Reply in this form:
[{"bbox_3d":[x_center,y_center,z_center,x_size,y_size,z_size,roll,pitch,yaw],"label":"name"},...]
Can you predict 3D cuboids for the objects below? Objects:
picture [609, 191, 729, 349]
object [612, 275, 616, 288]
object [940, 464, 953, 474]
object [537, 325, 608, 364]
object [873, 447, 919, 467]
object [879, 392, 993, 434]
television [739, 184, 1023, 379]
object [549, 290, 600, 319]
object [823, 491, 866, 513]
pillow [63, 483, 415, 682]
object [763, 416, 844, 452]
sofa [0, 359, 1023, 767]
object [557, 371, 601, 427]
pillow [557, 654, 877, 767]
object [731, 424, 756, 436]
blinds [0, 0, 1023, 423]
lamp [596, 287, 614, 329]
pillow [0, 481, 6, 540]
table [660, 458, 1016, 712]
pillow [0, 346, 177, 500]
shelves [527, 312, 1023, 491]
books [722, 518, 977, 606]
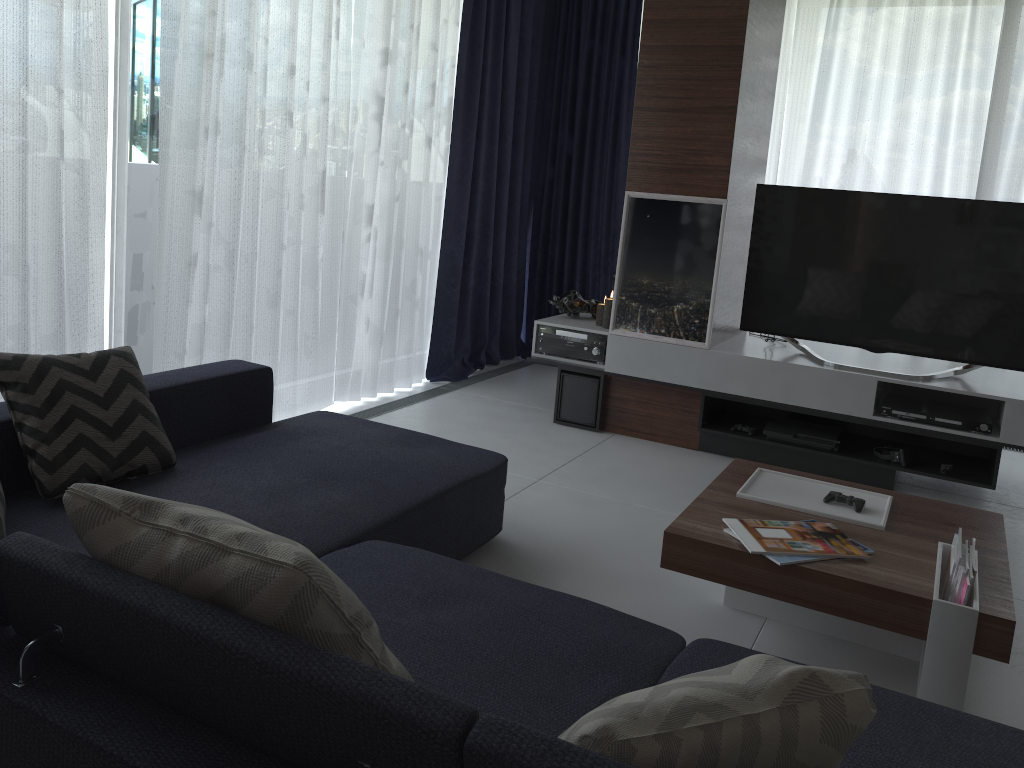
[{"bbox_3d":[0.738,-0.549,4.210,0.503,0.691,0.053,10,9,26],"label":"picture"},{"bbox_3d":[0.643,-0.497,5.008,0.168,0.226,0.170,5,10,3],"label":"object"},{"bbox_3d":[1.842,0.361,3.744,0.044,0.043,0.044,10,12,26],"label":"object"},{"bbox_3d":[0.375,-0.227,4.662,0.371,0.148,0.372,11,13,26],"label":"object"},{"bbox_3d":[1.682,0.298,3.888,0.117,0.078,0.186,-3,14,-33],"label":"object"},{"bbox_3d":[1.850,0.126,3.857,0.433,0.052,0.339,11,14,26],"label":"object"},{"bbox_3d":[1.677,-0.458,3.961,1.237,0.776,0.300,10,10,26],"label":"television"},{"bbox_3d":[0.350,-0.433,4.792,0.310,0.148,0.139,1,11,-16],"label":"object"},{"bbox_3d":[0.975,0.338,2.579,0.113,0.036,0.071,15,15,39],"label":"object"},{"bbox_3d":[-0.415,0.352,1.388,0.498,0.383,0.345,10,11,26],"label":"pillow"},{"bbox_3d":[1.359,0.225,4.110,0.316,0.066,0.316,11,14,26],"label":"object"},{"bbox_3d":[-0.042,0.456,1.955,2.889,0.600,1.917,11,14,26],"label":"sofa"},{"bbox_3d":[0.389,0.061,4.564,0.214,0.248,0.256,10,11,26],"label":"object"},{"bbox_3d":[0.215,0.490,1.144,0.418,0.346,0.284,1,11,-20],"label":"pillow"},{"bbox_3d":[1.092,0.210,4.149,0.113,0.036,0.071,15,15,39],"label":"object"},{"bbox_3d":[0.993,-0.554,1.960,5.838,2.735,7.195,11,14,29],"label":"blinds"},{"bbox_3d":[0.492,-0.398,4.552,0.077,0.208,0.155,2,10,-15],"label":"lamp"},{"bbox_3d":[-1.240,0.209,1.804,0.355,0.511,0.606,-1,12,-33],"label":"pillow"},{"bbox_3d":[0.915,0.544,2.481,0.805,0.348,0.813,11,13,26],"label":"table"},{"bbox_3d":[-1.127,0.082,2.358,0.288,0.340,0.418,11,12,31],"label":"pillow"},{"bbox_3d":[1.310,0.056,4.435,2.363,0.492,0.881,11,13,26],"label":"shelves"},{"bbox_3d":[4.622,0.900,1.882,8.241,0.368,0.410,6,11,6],"label":"books"}]
